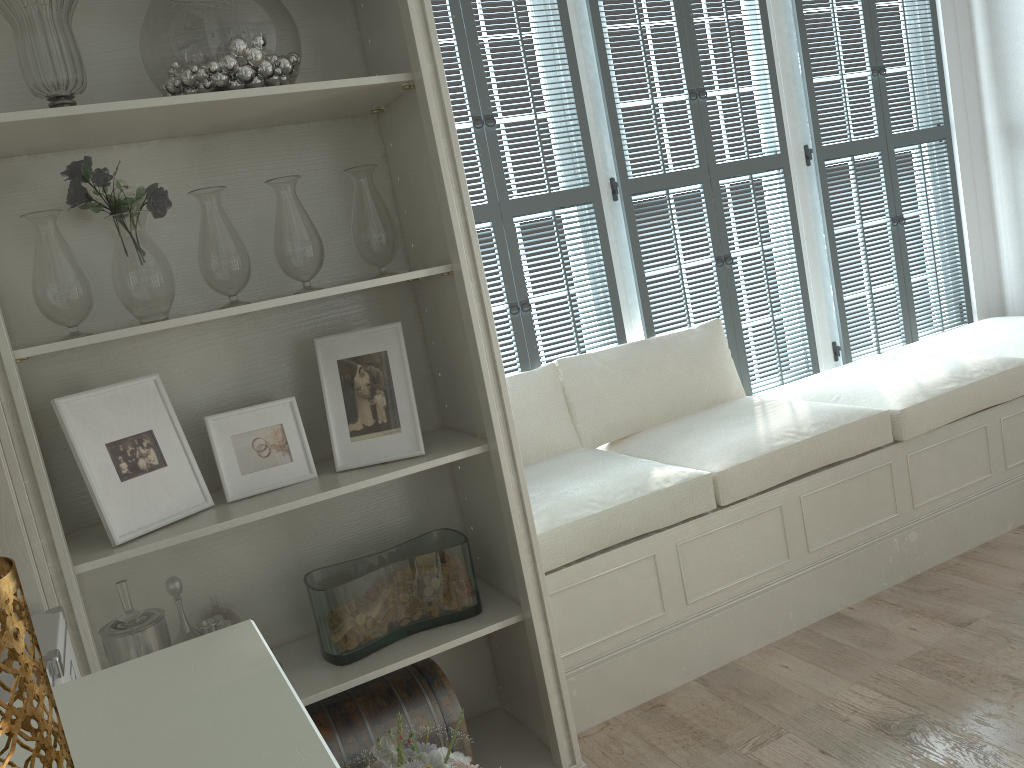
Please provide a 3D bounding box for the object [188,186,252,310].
[{"bbox_3d":[-0.621,-0.289,1.895,0.110,0.251,0.110,-5,10,37],"label":"object"}]

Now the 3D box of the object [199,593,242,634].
[{"bbox_3d":[-0.666,0.572,2.039,0.094,0.188,0.094,-9,9,17],"label":"object"}]

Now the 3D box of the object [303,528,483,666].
[{"bbox_3d":[-0.276,0.491,2.083,0.387,0.180,0.171,-15,9,-24],"label":"object"}]

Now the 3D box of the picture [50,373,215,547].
[{"bbox_3d":[-0.776,0.147,1.812,0.127,0.300,0.231,-5,10,35],"label":"picture"}]

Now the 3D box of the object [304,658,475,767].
[{"bbox_3d":[-0.359,0.850,2.003,0.475,0.297,0.290,-15,9,-24],"label":"object"}]

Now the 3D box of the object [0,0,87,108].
[{"bbox_3d":[-0.893,-0.630,1.715,0.168,0.256,0.168,-8,9,23],"label":"object"}]

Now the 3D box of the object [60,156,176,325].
[{"bbox_3d":[-0.784,-0.299,1.825,0.206,0.355,0.166,-9,9,14],"label":"object"}]

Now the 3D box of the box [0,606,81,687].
[{"bbox_3d":[-0.866,0.522,1.323,0.400,0.191,0.270,-15,9,-24],"label":"box"}]

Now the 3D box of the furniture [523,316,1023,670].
[{"bbox_3d":[1.188,0.248,3.438,3.150,0.459,0.837,-15,9,-24],"label":"furniture"}]

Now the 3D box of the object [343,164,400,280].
[{"bbox_3d":[-0.320,-0.369,2.036,0.110,0.251,0.110,-5,10,37],"label":"object"}]

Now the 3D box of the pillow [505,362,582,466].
[{"bbox_3d":[-0.100,0.171,3.154,0.695,0.360,0.187,-15,9,-24],"label":"pillow"}]

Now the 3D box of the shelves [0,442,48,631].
[{"bbox_3d":[-0.885,-0.024,0.980,0.399,2.523,0.992,-15,9,-24],"label":"shelves"}]

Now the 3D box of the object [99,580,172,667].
[{"bbox_3d":[-0.766,0.556,1.830,0.129,0.315,0.129,-14,9,-19],"label":"object"}]

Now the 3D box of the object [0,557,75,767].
[{"bbox_3d":[-0.191,0.138,0.291,0.090,0.140,0.087,-9,9,13],"label":"object"}]

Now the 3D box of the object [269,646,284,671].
[{"bbox_3d":[-0.529,0.611,1.929,0.056,0.090,0.056,-10,8,6],"label":"object"}]

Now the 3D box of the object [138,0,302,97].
[{"bbox_3d":[-0.610,-0.706,1.862,0.329,0.249,0.329,-4,11,40],"label":"object"}]

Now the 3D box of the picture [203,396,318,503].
[{"bbox_3d":[-0.568,0.141,1.984,0.206,0.192,0.124,-16,10,-29],"label":"picture"}]

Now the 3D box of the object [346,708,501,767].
[{"bbox_3d":[-0.185,0.921,1.495,0.570,0.643,0.544,-17,10,-33],"label":"object"}]

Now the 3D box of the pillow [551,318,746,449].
[{"bbox_3d":[0.545,-0.005,3.451,0.787,0.360,0.193,-15,9,-24],"label":"pillow"}]

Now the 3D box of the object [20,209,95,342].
[{"bbox_3d":[-0.900,-0.214,1.765,0.110,0.251,0.110,-5,10,37],"label":"object"}]

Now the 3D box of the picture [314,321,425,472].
[{"bbox_3d":[-0.324,0.025,2.024,0.202,0.300,0.124,-11,8,0],"label":"picture"}]

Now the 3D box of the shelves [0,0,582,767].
[{"bbox_3d":[-0.585,-0.219,1.880,0.972,2.523,0.399,-15,9,-24],"label":"shelves"}]

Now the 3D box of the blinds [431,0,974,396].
[{"bbox_3d":[0.794,-0.907,3.659,3.076,2.238,0.141,-15,9,-24],"label":"blinds"}]

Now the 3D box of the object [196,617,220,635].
[{"bbox_3d":[-0.604,0.584,1.831,0.148,0.200,0.148,-6,10,32],"label":"object"}]

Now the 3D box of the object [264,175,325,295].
[{"bbox_3d":[-0.478,-0.327,1.962,0.110,0.251,0.110,-5,10,37],"label":"object"}]

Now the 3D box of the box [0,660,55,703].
[{"bbox_3d":[-0.760,0.538,1.076,0.400,0.191,0.270,-15,9,-24],"label":"box"}]

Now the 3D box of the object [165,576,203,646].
[{"bbox_3d":[-0.716,0.551,1.953,0.088,0.271,0.088,-14,9,-19],"label":"object"}]
